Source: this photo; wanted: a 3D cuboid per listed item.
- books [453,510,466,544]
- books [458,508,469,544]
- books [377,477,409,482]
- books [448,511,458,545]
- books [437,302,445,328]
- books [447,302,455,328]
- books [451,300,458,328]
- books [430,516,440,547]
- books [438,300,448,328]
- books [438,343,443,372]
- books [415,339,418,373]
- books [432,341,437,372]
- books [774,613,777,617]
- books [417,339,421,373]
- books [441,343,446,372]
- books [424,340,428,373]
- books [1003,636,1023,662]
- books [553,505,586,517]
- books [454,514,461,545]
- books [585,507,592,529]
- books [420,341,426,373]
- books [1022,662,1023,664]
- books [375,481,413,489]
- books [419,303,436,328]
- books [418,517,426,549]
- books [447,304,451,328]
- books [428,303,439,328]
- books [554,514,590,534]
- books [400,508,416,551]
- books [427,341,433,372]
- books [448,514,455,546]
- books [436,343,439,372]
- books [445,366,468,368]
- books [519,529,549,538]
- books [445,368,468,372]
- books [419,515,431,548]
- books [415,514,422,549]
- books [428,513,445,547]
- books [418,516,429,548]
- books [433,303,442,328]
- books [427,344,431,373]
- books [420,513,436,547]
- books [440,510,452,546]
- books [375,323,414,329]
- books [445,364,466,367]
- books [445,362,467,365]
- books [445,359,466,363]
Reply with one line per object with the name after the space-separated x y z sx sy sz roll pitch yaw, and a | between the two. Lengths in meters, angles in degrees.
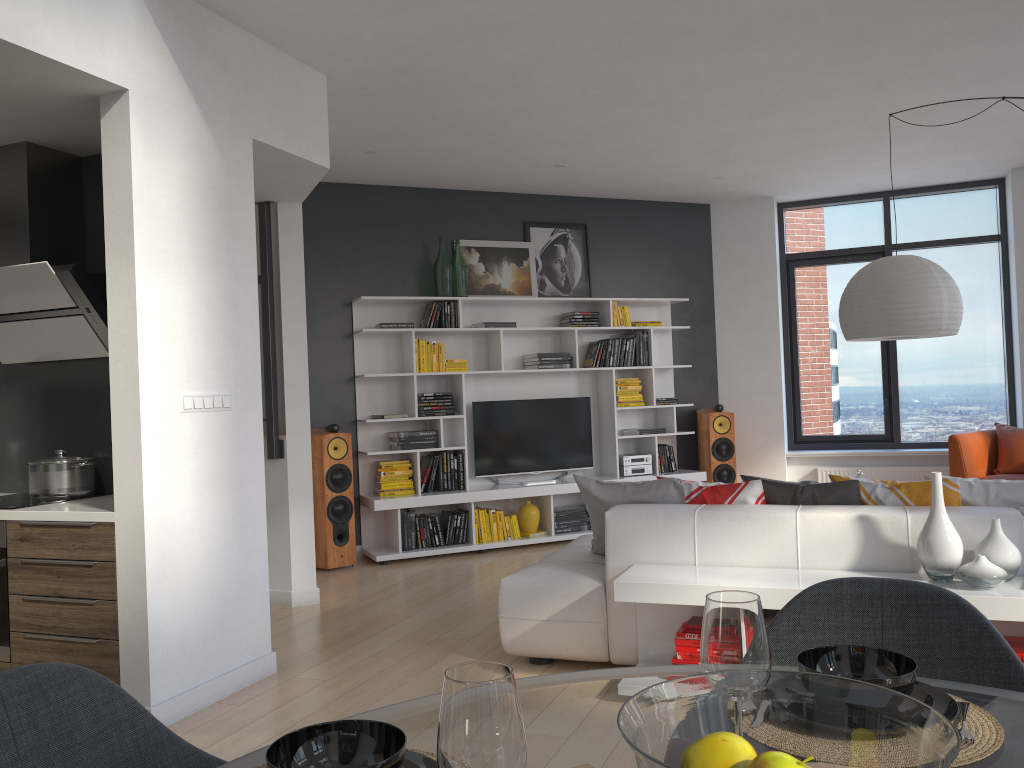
-0.436 1.150 7.135 0.084 0.249 0.191 -2 -1 -23 | books
-0.406 1.145 7.149 0.066 0.260 0.197 -2 -1 -23 | books
-0.947 0.750 7.030 0.228 0.024 0.152 -2 -1 -19 | books
-0.496 1.151 7.111 0.075 0.254 0.192 -2 -1 -24 | books
-0.582 -0.550 7.205 0.021 0.221 0.156 -2 -1 -23 | books
-0.511 -0.552 7.237 0.038 0.218 0.169 -2 -1 -23 | books
-0.483 -0.560 7.242 0.019 0.230 0.174 -2 -1 -23 | books
-0.636 1.162 7.027 0.066 0.242 0.177 -2 -1 -24 | books
-0.562 -0.557 7.219 0.025 0.232 0.176 -2 -1 -23 | books
-0.606 -0.208 7.194 0.024 0.234 0.172 -2 -1 -23 | books
-0.798 -0.219 7.101 0.029 0.270 0.204 -2 -1 -23 | books
-0.656 -0.214 7.175 0.035 0.250 0.185 -2 -1 -23 | books
1.032 1.040 3.427 0.034 0.259 0.207 -3 -1 22 | books
-0.777 -0.219 7.120 0.025 0.270 0.213 -2 -1 -23 | books
-0.584 -0.208 7.208 0.024 0.234 0.172 -2 -1 -23 | books
-0.719 -0.216 7.153 0.015 0.263 0.199 -2 -1 -23 | books
1.863 0.942 3.135 0.301 0.032 0.227 -3 -1 22 | books
0.433 1.083 7.556 0.310 0.047 0.250 -2 -1 -28 | books
-0.467 1.154 7.109 0.071 0.243 0.179 -2 -1 -24 | books
0.670 1.119 7.600 0.104 0.234 0.182 -2 -1 -23 | books
-0.746 -0.213 7.138 0.044 0.255 0.198 -2 -1 -23 | books
1.861 0.977 3.109 0.279 0.039 0.206 -3 -1 21 | books
-0.937 0.798 7.040 0.255 0.044 0.198 -2 -1 -23 | books
-0.684 -0.544 7.166 0.096 0.213 0.166 -2 -1 -25 | books
-0.737 1.168 6.996 0.053 0.240 0.189 -2 -1 -23 | books
-0.537 -0.543 7.224 0.021 0.200 0.147 -2 -1 -23 | books
-0.657 -0.544 7.185 0.087 0.214 0.171 -2 -1 -23 | books
0.451 1.175 7.537 0.343 0.137 0.277 -2 -1 -28 | books
-0.853 1.134 6.956 0.128 0.321 0.259 -2 -1 -23 | books
-0.682 -0.213 7.166 0.019 0.251 0.180 -2 -1 -23 | books
-0.508 1.158 7.078 0.069 0.242 0.172 -2 -1 -22 | books
-0.630 -0.209 7.188 0.023 0.239 0.169 -2 -1 -23 | books
-0.476 -0.135 7.241 0.196 0.011 0.148 -2 -1 -23 | books
0.141 1.240 7.384 0.204 0.029 0.270 -2 -1 -38 | books
-0.475 -0.113 7.237 0.190 0.033 0.147 -2 -1 -23 | books
-0.689 1.163 7.001 0.050 0.242 0.169 -2 -1 -24 | books
-0.768 1.153 6.987 0.053 0.268 0.202 -2 -1 -24 | books
-0.606 1.156 7.045 0.083 0.249 0.191 -2 -1 -23 | books
-0.712 1.168 6.999 0.049 0.236 0.170 -2 -1 -23 | books
-0.626 -0.546 7.184 0.074 0.212 0.154 -2 -1 -24 | books
-0.693 -0.200 7.140 0.024 0.229 0.156 -2 -1 -24 | books
-0.667 1.157 7.023 0.066 0.255 0.193 -2 -1 -24 | books
-0.540 1.149 7.095 0.066 0.260 0.197 -2 -1 -23 | books
-0.933 -0.453 7.040 0.268 0.046 0.208 -2 -1 -20 | books
-0.474 -0.149 7.221 0.169 0.018 0.113 -2 -1 -22 | books
-0.475 -0.165 7.238 0.187 0.014 0.134 -2 -1 -23 | books
-0.484 -0.184 7.248 0.186 0.026 0.138 -2 -1 -23 | books
